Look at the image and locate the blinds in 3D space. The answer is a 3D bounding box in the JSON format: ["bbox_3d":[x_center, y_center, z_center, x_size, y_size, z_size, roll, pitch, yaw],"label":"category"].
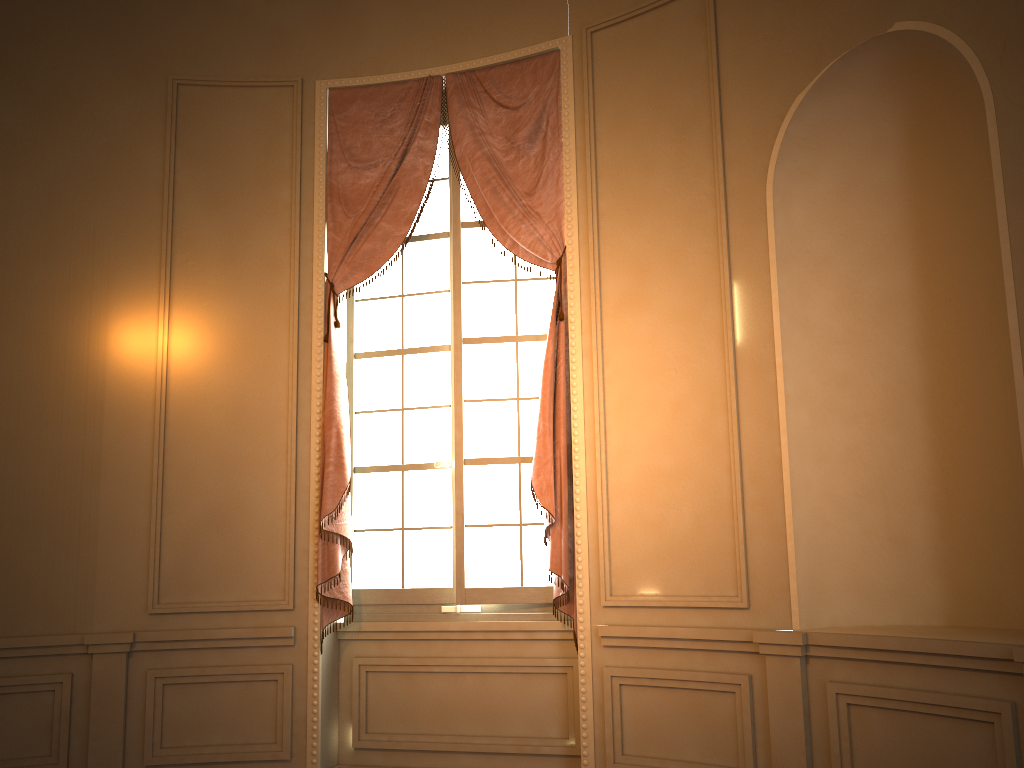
[{"bbox_3d":[-0.347,-0.188,4.380,1.318,2.960,0.290,-3,-9,14],"label":"blinds"}]

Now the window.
[{"bbox_3d":[-0.288,-0.213,4.611,1.295,2.820,0.155,-4,-9,15],"label":"window"}]
